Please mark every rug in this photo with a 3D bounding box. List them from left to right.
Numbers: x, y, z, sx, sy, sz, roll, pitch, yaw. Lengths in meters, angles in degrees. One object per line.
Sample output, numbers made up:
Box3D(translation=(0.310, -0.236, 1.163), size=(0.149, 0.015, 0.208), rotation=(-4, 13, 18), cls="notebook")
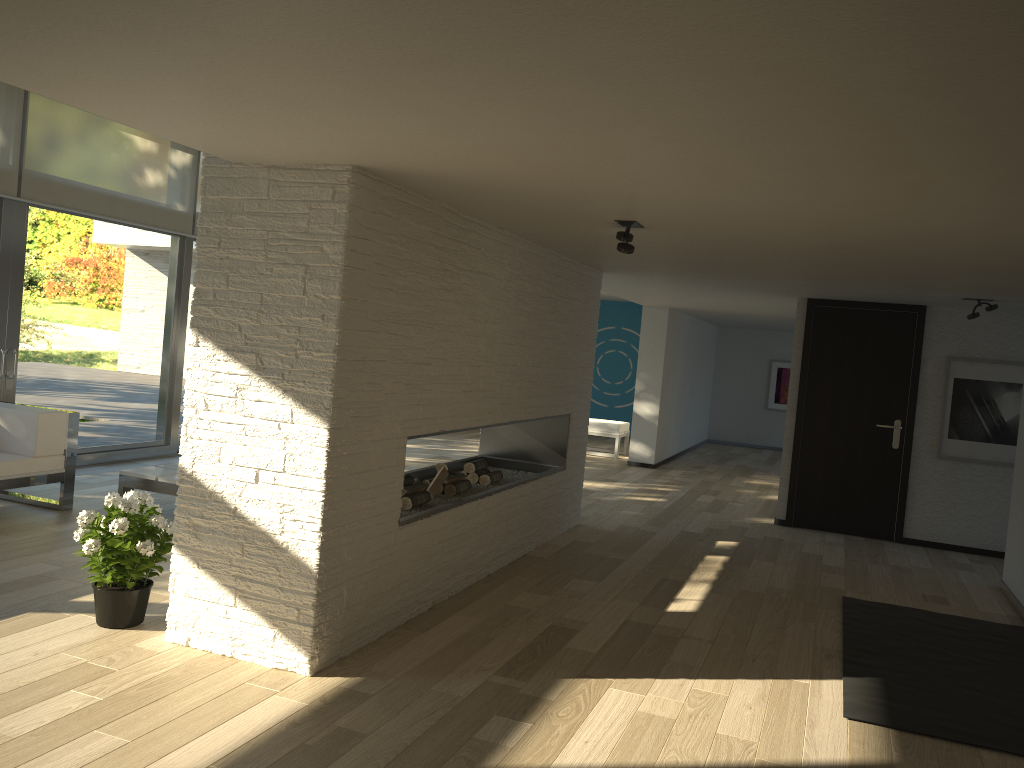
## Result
Box3D(translation=(2.090, 1.330, 4.209), size=(0.979, 0.011, 1.999), rotation=(6, 3, 20), cls="rug")

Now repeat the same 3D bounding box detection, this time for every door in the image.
Box3D(translation=(-2.351, -0.247, 8.025), size=(19.448, 2.373, 22.948), rotation=(6, 3, 20), cls="door")
Box3D(translation=(2.853, 0.287, 7.397), size=(0.920, 1.946, 0.108), rotation=(6, 2, 20), cls="door")

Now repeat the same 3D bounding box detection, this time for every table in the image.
Box3D(translation=(-1.755, 0.762, 6.064), size=(1.221, 0.305, 1.220), rotation=(6, 3, 20), cls="table")

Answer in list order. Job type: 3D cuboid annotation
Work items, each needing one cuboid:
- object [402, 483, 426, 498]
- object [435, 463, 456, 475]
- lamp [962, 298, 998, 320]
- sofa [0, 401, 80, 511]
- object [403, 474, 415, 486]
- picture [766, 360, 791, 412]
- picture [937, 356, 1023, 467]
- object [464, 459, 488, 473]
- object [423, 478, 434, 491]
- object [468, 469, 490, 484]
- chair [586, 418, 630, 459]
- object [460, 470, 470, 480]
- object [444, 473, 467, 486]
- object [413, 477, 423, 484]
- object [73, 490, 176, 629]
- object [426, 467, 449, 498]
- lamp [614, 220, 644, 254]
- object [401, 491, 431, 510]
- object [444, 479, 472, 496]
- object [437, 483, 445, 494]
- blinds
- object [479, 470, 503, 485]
Box3D(translation=(-0.543, 0.579, 4.802), size=(0.064, 0.060, 0.229), rotation=(6, 3, 21), cls="object")
Box3D(translation=(-0.391, 0.558, 5.437), size=(0.093, 0.170, 0.271), rotation=(6, 2, 19), cls="object")
Box3D(translation=(3.341, -0.529, 6.328), size=(0.234, 0.153, 0.135), rotation=(6, 2, 20), cls="lamp")
Box3D(translation=(-3.354, 0.504, 4.718), size=(1.546, 0.654, 2.404), rotation=(6, 3, 20), cls="sofa")
Box3D(translation=(-0.622, 0.547, 4.810), size=(0.093, 0.088, 0.260), rotation=(6, 3, 19), cls="object")
Box3D(translation=(4.662, 0.058, 14.411), size=(0.959, 0.828, 0.017), rotation=(6, 2, 20), cls="picture")
Box3D(translation=(3.913, 0.236, 6.978), size=(0.959, 0.828, 0.017), rotation=(6, 2, 20), cls="picture")
Box3D(translation=(-0.235, 0.538, 5.842), size=(0.082, 0.073, 0.237), rotation=(6, 3, 19), cls="object")
Box3D(translation=(-0.464, 0.603, 5.357), size=(0.075, 0.074, 0.246), rotation=(6, 3, 19), cls="object")
Box3D(translation=(-0.213, 0.605, 5.823), size=(0.076, 0.076, 0.236), rotation=(6, 3, 19), cls="object")
Box3D(translation=(1.185, 0.709, 11.757), size=(0.611, 0.442, 0.610), rotation=(6, 2, 20), cls="chair")
Box3D(translation=(-0.277, 0.598, 5.861), size=(0.075, 0.074, 0.246), rotation=(6, 3, 19), cls="object")
Box3D(translation=(-0.345, 0.573, 5.335), size=(0.064, 0.060, 0.229), rotation=(6, 3, 21), cls="object")
Box3D(translation=(-0.565, 0.601, 5.190), size=(0.075, 0.074, 0.246), rotation=(5, 2, -1), cls="object")
Box3D(translation=(-1.645, 0.744, 3.797), size=(0.405, 0.571, 0.430), rotation=(7, 3, 42), cls="object")
Box3D(translation=(-0.441, 0.568, 5.156), size=(0.064, 0.165, 0.225), rotation=(6, 2, 19), cls="object")
Box3D(translation=(0.541, -0.688, 4.216), size=(0.135, 0.153, 0.234), rotation=(6, 2, 20), cls="lamp")
Box3D(translation=(-0.521, 0.624, 4.767), size=(0.082, 0.073, 0.237), rotation=(6, 3, 19), cls="object")
Box3D(translation=(-0.323, 0.618, 5.301), size=(0.082, 0.073, 0.237), rotation=(6, 3, 19), cls="object")
Box3D(translation=(-0.400, 0.611, 5.319), size=(0.076, 0.076, 0.236), rotation=(6, 3, 19), cls="object")
Box3D(translation=(-3.617, -1.842, 6.530), size=(0.056, 0.983, 11.529), rotation=(6, 3, 20), cls="blinds")
Box3D(translation=(-0.135, 0.613, 5.805), size=(0.082, 0.073, 0.237), rotation=(6, 3, 19), cls="object")
